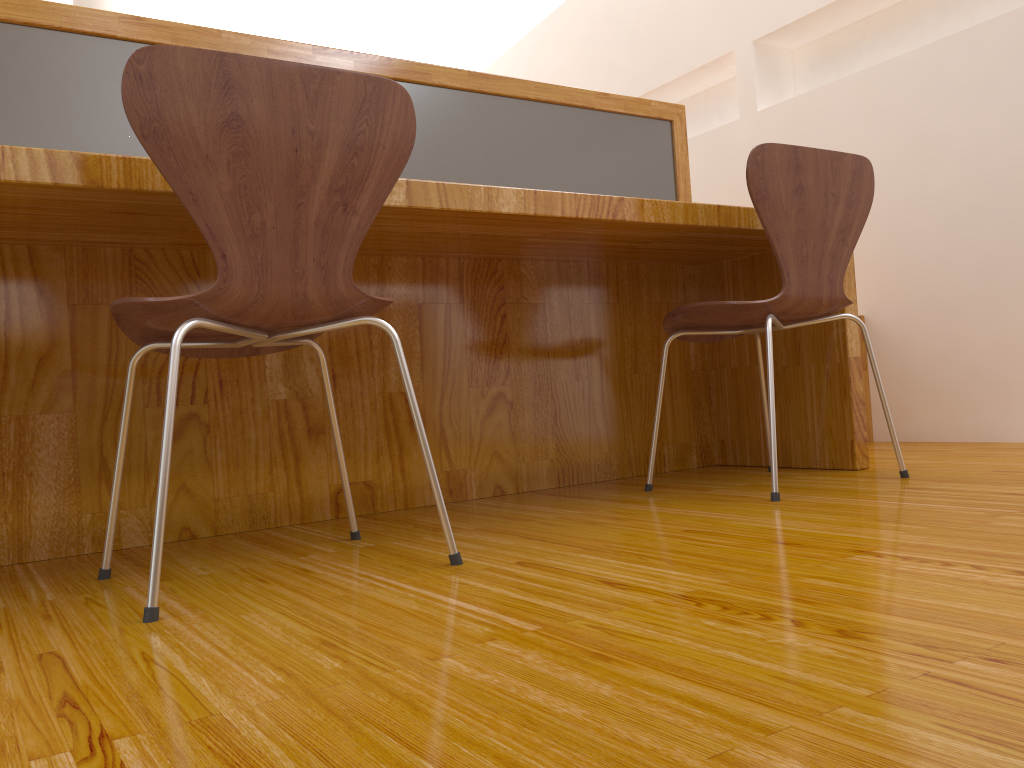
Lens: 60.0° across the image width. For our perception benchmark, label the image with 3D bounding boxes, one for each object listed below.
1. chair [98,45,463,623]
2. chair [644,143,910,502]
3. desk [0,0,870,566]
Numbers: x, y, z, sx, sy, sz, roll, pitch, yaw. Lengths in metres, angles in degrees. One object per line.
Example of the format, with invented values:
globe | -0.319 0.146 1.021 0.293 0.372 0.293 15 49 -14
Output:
chair | -0.369 -0.065 1.298 0.428 0.693 0.381 -3 -1 -33
chair | 0.548 -0.120 1.937 0.428 0.693 0.381 -3 -1 -33
desk | -0.868 -0.196 1.770 3.216 1.022 1.248 -3 -1 -33
